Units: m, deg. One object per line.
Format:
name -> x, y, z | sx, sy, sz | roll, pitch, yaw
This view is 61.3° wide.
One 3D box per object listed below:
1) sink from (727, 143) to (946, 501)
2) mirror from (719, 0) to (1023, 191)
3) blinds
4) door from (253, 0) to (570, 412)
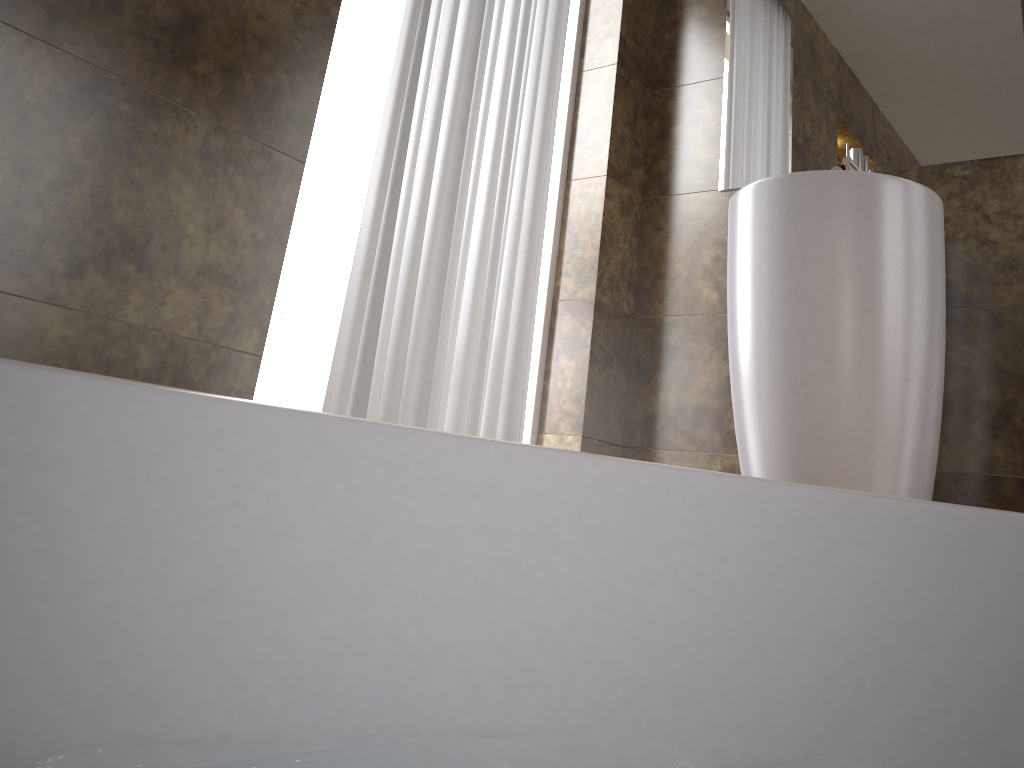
sink -> 0.685, -0.063, 1.861 | 0.452, 1.200, 0.417 | -8, -23, 39
mirror -> 0.951, -1.076, 2.378 | 0.760, 1.152, 0.008 | -4, -21, 36
blinds -> -0.044, -0.757, 2.011 | 0.067, 2.403, 0.572 | -8, -23, 38
door -> -0.321, -0.638, 2.763 | 0.958, 2.351, 0.037 | -2, -20, 26
